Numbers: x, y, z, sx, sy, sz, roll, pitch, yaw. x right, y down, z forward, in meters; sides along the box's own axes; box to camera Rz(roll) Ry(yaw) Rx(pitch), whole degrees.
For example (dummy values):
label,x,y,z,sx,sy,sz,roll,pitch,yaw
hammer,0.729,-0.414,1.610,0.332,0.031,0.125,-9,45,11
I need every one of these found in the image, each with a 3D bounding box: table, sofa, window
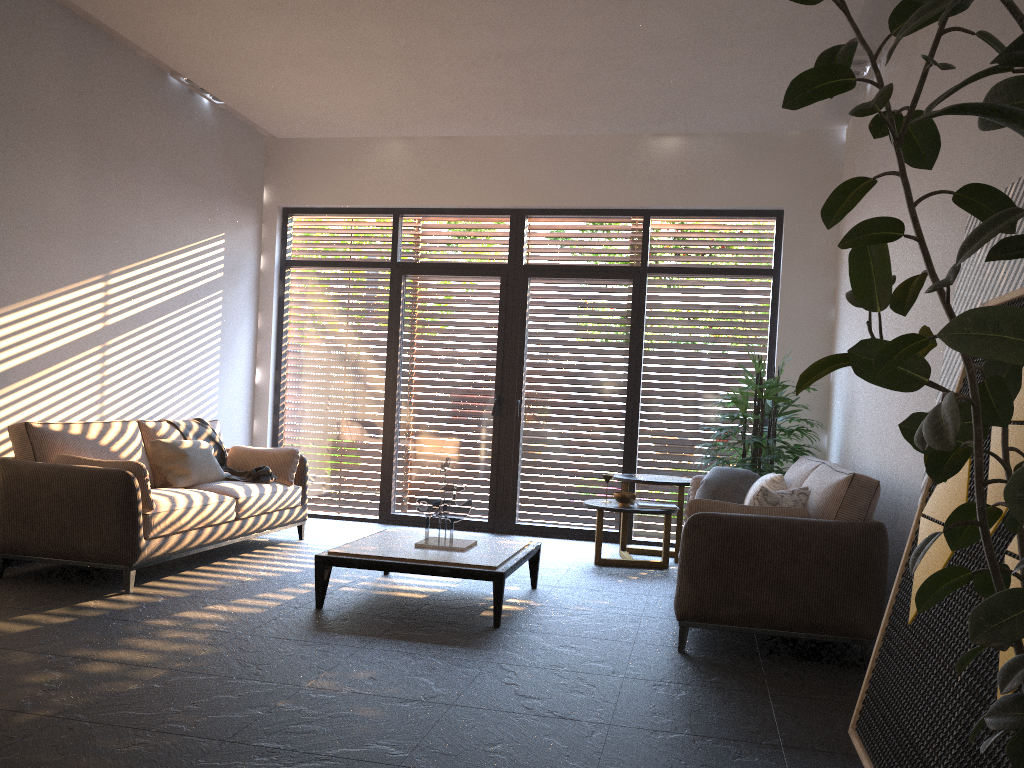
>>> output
label,x,y,z,sx,sy,sz,roll,pitch,yaw
table,-0.444,1.101,5.207,1.048,0.307,1.116,3,-1,12
sofa,1.507,0.900,5.263,0.993,0.920,2.321,3,-1,12
window,0.015,-0.136,8.100,4.939,3.033,0.459,3,2,12
sofa,-2.315,0.721,6.068,0.993,0.920,2.321,3,-1,12

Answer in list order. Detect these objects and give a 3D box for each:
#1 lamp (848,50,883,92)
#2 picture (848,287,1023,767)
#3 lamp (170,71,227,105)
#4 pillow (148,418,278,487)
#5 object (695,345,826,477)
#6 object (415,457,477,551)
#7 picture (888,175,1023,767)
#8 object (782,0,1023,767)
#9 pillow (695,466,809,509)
label,x,y,z,sx,sy,sz,roll,pitch,yaw
lamp,2.314,-2.131,6.004,0.253,0.066,0.645,3,-1,12
picture,1.322,0.479,2.495,0.386,1.607,1.497,3,0,12
lamp,-2.403,-2.351,6.998,0.253,0.066,0.645,3,-1,12
pillow,-2.382,0.611,6.587,0.954,0.708,1.019,3,-1,36
object,1.899,0.559,6.832,0.979,1.725,0.912,3,1,-23
object,-1.980,-1.477,1.222,0.365,4.478,8.912,4,0,24
picture,1.622,0.301,3.204,0.207,2.021,0.957,3,1,12
object,0.888,-0.368,1.478,0.908,3.203,2.009,3,1,-10
pillow,1.400,0.710,5.320,0.618,0.343,1.893,3,-1,12
